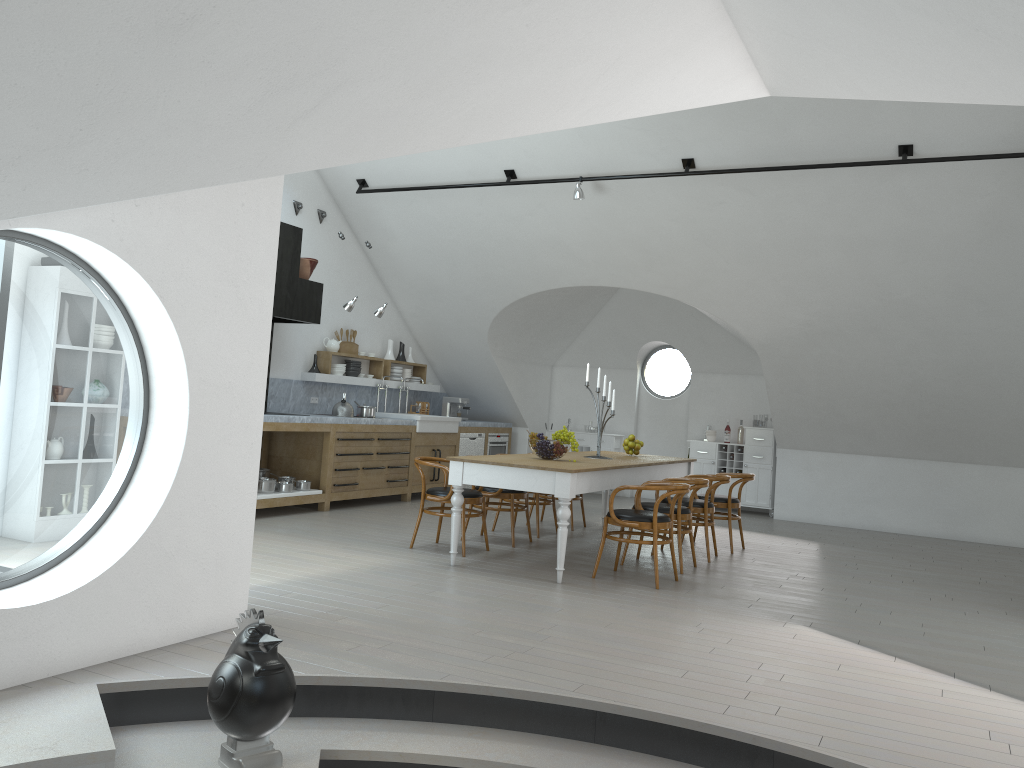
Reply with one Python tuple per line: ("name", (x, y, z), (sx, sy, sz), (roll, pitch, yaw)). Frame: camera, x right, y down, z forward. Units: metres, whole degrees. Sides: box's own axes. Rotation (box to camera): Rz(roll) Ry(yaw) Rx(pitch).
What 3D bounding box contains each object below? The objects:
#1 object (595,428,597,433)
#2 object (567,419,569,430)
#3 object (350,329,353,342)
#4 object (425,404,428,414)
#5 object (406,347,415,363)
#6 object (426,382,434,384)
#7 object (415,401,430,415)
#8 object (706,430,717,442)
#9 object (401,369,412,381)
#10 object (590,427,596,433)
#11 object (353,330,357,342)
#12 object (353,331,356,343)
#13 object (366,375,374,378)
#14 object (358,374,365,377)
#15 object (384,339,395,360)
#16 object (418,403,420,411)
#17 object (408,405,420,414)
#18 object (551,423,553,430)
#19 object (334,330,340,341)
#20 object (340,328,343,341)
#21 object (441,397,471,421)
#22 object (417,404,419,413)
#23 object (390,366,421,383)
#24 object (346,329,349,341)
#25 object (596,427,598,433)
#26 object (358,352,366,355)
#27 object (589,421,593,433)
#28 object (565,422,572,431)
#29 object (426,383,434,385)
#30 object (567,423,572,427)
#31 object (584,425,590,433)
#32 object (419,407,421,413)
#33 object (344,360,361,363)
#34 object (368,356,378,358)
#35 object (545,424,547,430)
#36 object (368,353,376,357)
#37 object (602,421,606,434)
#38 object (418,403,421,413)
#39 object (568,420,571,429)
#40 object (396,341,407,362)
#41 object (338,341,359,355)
("object", (1.211, 0.669, 12.882), (0.094, 0.093, 0.093), (3, -2, 14))
("object", (0.834, 0.597, 13.198), (0.039, 0.175, 0.054), (2, -3, 26))
("object", (-1.957, -0.512, 10.748), (0.019, 0.300, 0.057), (2, -3, 26))
("object", (-1.180, 0.366, 12.189), (0.040, 0.193, 0.042), (5, -3, -13))
("object", (-1.372, -0.391, 11.934), (0.156, 0.219, 0.155), (4, -3, 8))
("object", (-1.184, -0.006, 12.314), (0.213, 0.025, 0.213), (4, -2, 14))
("object", (-1.229, 0.354, 12.176), (0.104, 0.223, 0.200), (3, -3, 26))
("object", (2.749, 0.718, 12.236), (0.157, 0.160, 0.154), (6, -3, -35))
("object", (-1.410, -0.119, 11.771), (0.157, 0.160, 0.154), (6, -3, -35))
("object", (1.166, 0.668, 12.801), (0.077, 0.085, 0.077), (3, -2, 14))
("object", (-1.932, -0.508, 10.806), (0.039, 0.298, 0.067), (2, -3, 26))
("object", (-1.931, -0.507, 10.847), (0.030, 0.294, 0.057), (2, -3, 26))
("object", (-1.783, -0.090, 11.124), (0.098, 0.049, 0.098), (3, -2, 24))
("object", (-1.868, -0.101, 10.952), (0.098, 0.049, 0.098), (3, -2, 24))
("object", (-1.580, -0.442, 11.497), (0.156, 0.268, 0.156), (3, -3, 15))
("object", (-1.269, 0.358, 12.001), (0.023, 0.196, 0.018), (3, -3, 21))
("object", (-1.320, 0.368, 11.971), (0.100, 0.172, 0.172), (3, -3, 28))
("object", (0.570, 0.711, 13.040), (0.029, 0.269, 0.088), (6, -4, -37))
("object", (-2.058, -0.507, 10.585), (0.016, 0.259, 0.199), (2, -3, 37))
("object", (-2.043, -0.522, 10.620), (0.027, 0.300, 0.055), (2, -3, 26))
("object", (-0.741, 0.353, 12.448), (0.387, 0.321, 0.323), (3, -3, 26))
("object", (-1.275, 0.366, 11.975), (0.019, 0.179, 0.044), (4, -3, -9))
("object", (-1.432, -0.118, 11.781), (0.198, 0.196, 0.655), (3, -2, 26))
("object", (-1.990, -0.515, 10.726), (0.040, 0.300, 0.061), (3, -3, 24))
("object", (1.249, 0.667, 12.799), (0.071, 0.099, 0.071), (6, -3, -40))
("object", (-1.856, -0.369, 10.954), (0.098, 0.049, 0.098), (3, -2, 24))
("object", (1.141, 0.626, 12.863), (0.048, 0.169, 0.048), (3, -3, 14))
("object", (0.839, 0.632, 13.187), (0.101, 0.138, 0.066), (3, -3, 26))
("object", (-1.185, 0.003, 12.313), (0.213, 0.025, 0.213), (4, -2, 14))
("object", (0.845, 0.613, 13.194), (0.097, 0.137, 0.029), (3, -3, 30))
("object", (1.081, 0.652, 12.804), (0.082, 0.105, 0.081), (2, -3, 40))
("object", (-1.254, 0.368, 12.007), (0.044, 0.179, 0.019), (3, -3, 11))
("object", (-1.934, -0.249, 10.768), (0.205, 0.080, 0.205), (3, -2, 29))
("object", (-1.763, -0.334, 11.144), (0.164, 0.012, 0.163), (3, -2, 44))
("object", (0.521, 0.709, 13.065), (0.088, 0.269, 0.029), (4, -3, 0))
("object", (-1.761, -0.357, 11.145), (0.098, 0.049, 0.098), (3, -2, 24))
("object", (1.324, 0.629, 12.809), (0.063, 0.187, 0.063), (3, -3, 12))
("object", (-1.252, 0.356, 11.994), (0.040, 0.193, 0.042), (6, -3, -27))
("object", (0.856, 0.600, 13.170), (0.039, 0.164, 0.024), (1, -4, 39))
("object", (-1.460, -0.427, 11.731), (0.156, 0.268, 0.156), (2, -3, 31))
("object", (-1.987, -0.436, 10.717), (0.084, 0.158, 0.353), (3, -2, 26))
